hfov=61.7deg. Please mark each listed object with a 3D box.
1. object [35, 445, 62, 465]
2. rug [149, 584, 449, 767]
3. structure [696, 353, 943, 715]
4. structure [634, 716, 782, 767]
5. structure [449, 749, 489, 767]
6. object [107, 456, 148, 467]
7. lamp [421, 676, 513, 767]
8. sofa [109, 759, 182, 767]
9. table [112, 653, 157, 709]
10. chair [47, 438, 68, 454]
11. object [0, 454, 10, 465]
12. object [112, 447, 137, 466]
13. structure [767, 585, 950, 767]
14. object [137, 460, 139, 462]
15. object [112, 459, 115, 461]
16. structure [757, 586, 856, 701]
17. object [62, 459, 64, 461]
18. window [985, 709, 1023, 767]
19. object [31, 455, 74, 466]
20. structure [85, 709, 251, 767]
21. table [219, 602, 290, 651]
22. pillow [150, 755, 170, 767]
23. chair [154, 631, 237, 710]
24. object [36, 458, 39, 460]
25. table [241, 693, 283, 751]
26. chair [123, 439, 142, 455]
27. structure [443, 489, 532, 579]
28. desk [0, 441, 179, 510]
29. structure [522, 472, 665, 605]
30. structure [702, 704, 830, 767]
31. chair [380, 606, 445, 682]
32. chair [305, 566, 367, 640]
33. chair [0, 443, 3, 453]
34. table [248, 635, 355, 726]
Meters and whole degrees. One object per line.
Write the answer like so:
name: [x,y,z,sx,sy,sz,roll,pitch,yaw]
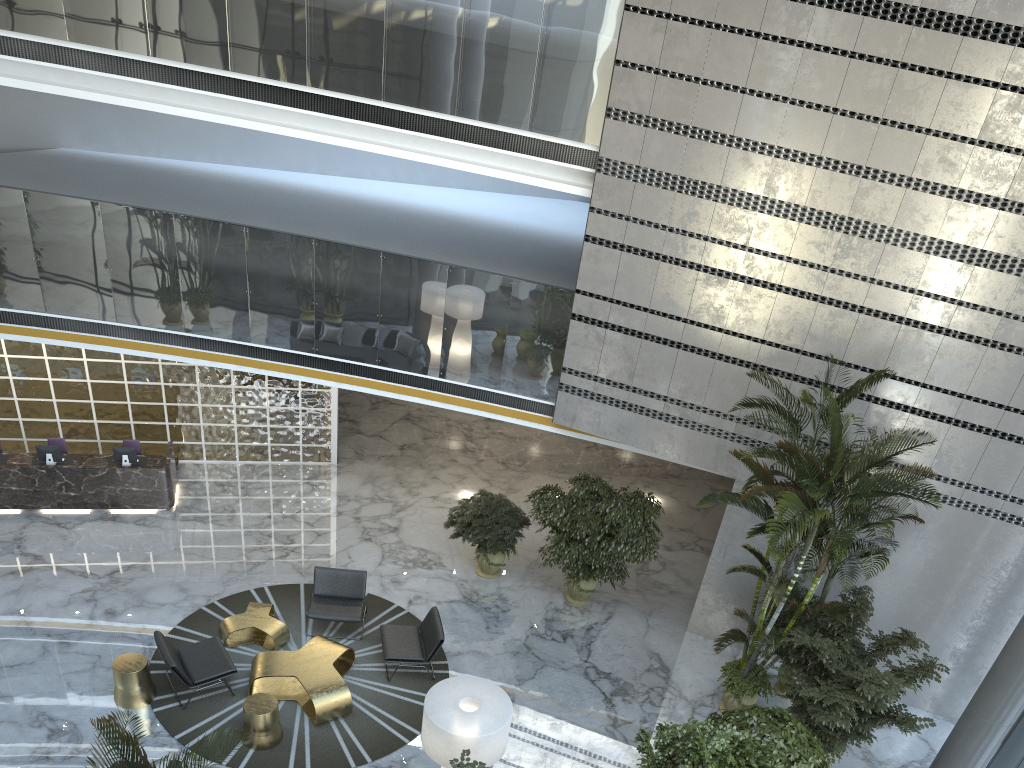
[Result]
object: [-6.467,0.992,11.970,0.295,0.332,0.099,0,32,-17]
rug: [-2.546,3.484,10.533,3.587,0.021,3.088,5,26,-14]
structure: [3.144,2.072,9.821,2.328,5.242,2.347,22,33,21]
structure: [1.796,4.107,8.580,1.216,2.216,1.247,-19,40,-38]
structure: [-0.533,4.247,6.832,2.326,2.633,1.978,12,30,4]
object: [-5.569,1.149,12.413,0.517,0.005,0.361,2,27,-18]
lamp: [-0.514,3.815,8.581,0.777,1.881,0.801,29,37,31]
sofa: [-4.436,3.975,7.855,1.959,0.803,1.739,16,27,10]
table: [-4.235,3.304,9.575,0.433,0.561,0.399,16,31,12]
chair: [-6.592,1.124,12.445,0.260,0.660,0.300,-2,32,-16]
object: [-7.276,1.069,11.856,0.517,0.005,0.361,2,27,-18]
object: [-5.541,1.035,12.272,0.295,0.332,0.099,0,32,-17]
structure: [3.759,3.632,9.938,1.857,2.588,1.647,11,30,2]
object: [-5.577,1.115,12.459,0.268,0.012,0.062,3,27,-18]
object: [-5.767,1.100,12.398,0.036,0.019,0.056,2,28,-17]
structure: [3.780,3.426,11.348,1.135,1.743,1.228,-7,34,-26]
object: [-6.503,1.072,12.157,0.268,0.012,0.062,3,27,-18]
window: [-1.802,-0.705,6.419,17.365,11.412,12.890,26,32,26]
object: [-6.495,1.106,12.111,0.517,0.005,0.361,2,27,-18]
structure: [-2.474,3.617,5.851,1.220,3.891,1.248,11,31,4]
table: [-3.216,3.029,10.800,0.870,0.309,0.654,8,27,-7]
pillow: [-3.476,3.776,8.140,0.287,0.452,0.559,19,29,17]
chair: [-3.605,3.193,9.787,0.723,0.758,0.644,-11,35,-32]
object: [-6.693,1.057,12.096,0.036,0.019,0.056,2,28,-17]
table: [-2.742,3.681,9.379,0.440,0.561,0.392,12,30,4]
chair: [-5.645,1.168,12.754,0.260,0.660,0.300,-2,32,-16]
structure: [-0.334,2.169,12.451,1.094,1.499,1.137,26,34,26]
desk: [-6.681,1.168,12.630,3.198,0.806,1.385,2,28,-18]
structure: [1.114,2.255,12.046,1.610,2.230,1.813,-15,37,-35]
structure: [2.538,4.171,9.218,1.607,1.819,1.253,3,31,-12]
chair: [-1.254,3.236,10.690,0.737,0.758,0.630,1,30,-15]
chair: [-2.257,2.839,11.076,0.730,0.758,0.636,6,29,-7]
chair: [-7.389,1.087,12.184,0.260,0.660,0.300,-2,32,-16]
table: [-2.358,3.479,10.074,1.348,0.454,1.066,-11,34,-37]
